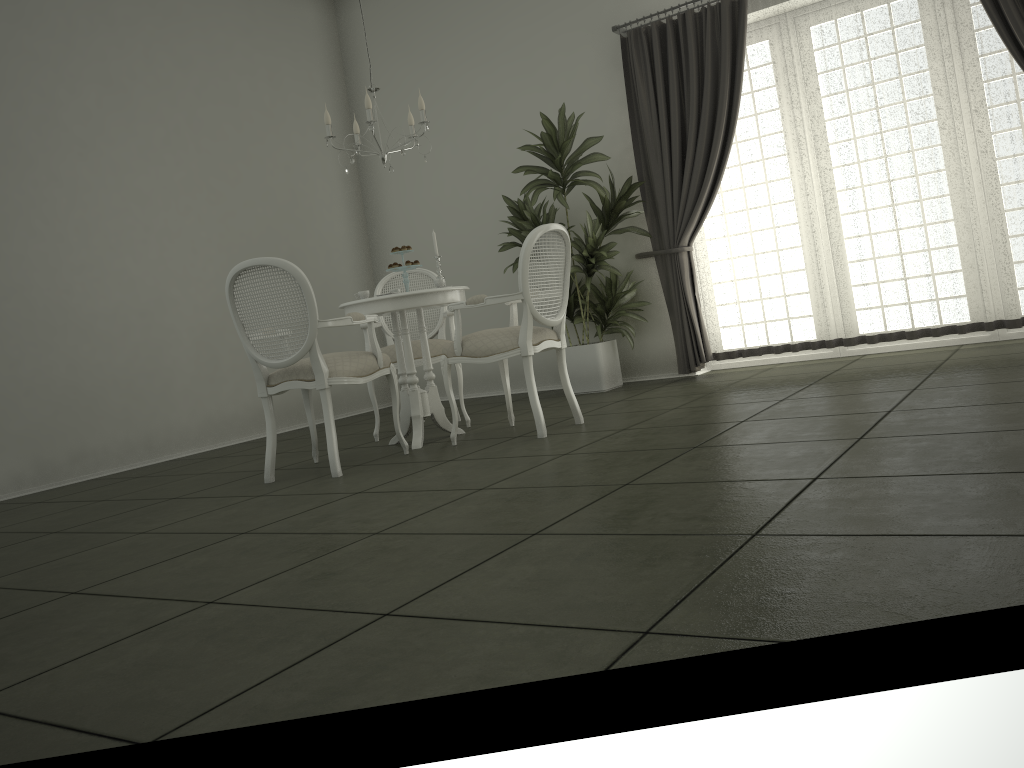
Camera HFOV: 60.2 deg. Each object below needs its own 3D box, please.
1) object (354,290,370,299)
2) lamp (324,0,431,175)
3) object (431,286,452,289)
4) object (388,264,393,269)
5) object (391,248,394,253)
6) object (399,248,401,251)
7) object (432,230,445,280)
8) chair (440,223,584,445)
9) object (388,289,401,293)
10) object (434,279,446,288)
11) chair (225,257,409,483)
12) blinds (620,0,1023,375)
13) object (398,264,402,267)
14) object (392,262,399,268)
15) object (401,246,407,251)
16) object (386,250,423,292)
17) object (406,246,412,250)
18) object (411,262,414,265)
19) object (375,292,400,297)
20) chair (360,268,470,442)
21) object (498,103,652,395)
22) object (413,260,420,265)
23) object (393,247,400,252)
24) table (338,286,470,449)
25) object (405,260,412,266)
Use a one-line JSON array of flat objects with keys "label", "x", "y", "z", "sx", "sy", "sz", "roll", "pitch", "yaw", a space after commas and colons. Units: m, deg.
[{"label": "object", "x": -0.810, "y": -0.480, "z": 4.807, "sx": 0.062, "sy": 0.049, "sz": 0.078, "roll": -7, "pitch": 3, "yaw": 43}, {"label": "lamp", "x": -0.892, "y": -2.432, "z": 5.027, "sx": 0.591, "sy": 2.443, "sz": 0.594, "roll": -9, "pitch": -1, "yaw": 11}, {"label": "object", "x": -0.397, "y": -0.530, "z": 4.904, "sx": 0.118, "sy": 0.016, "sz": 0.119, "roll": -7, "pitch": 4, "yaw": 23}, {"label": "object", "x": -0.685, "y": -0.664, "z": 5.002, "sx": 0.039, "sy": 0.032, "sz": 0.039, "roll": -9, "pitch": 2, "yaw": -6}, {"label": "object", "x": -0.667, "y": -0.756, "z": 5.003, "sx": 0.039, "sy": 0.032, "sz": 0.039, "roll": -9, "pitch": 2, "yaw": -26}, {"label": "object", "x": -0.645, "y": -0.762, "z": 5.038, "sx": 0.039, "sy": 0.032, "sz": 0.039, "roll": -8, "pitch": 2, "yaw": 19}, {"label": "object", "x": -0.429, "y": -0.715, "z": 5.088, "sx": 0.088, "sy": 0.365, "sz": 0.087, "roll": -9, "pitch": -1, "yaw": 11}, {"label": "chair", "x": 0.021, "y": -0.268, "z": 4.685, "sx": 0.685, "sy": 1.066, "sz": 0.598, "roll": -9, "pitch": 0, "yaw": 34}, {"label": "object", "x": -0.686, "y": -0.529, "z": 5.190, "sx": 0.062, "sy": 0.049, "sz": 0.078, "roll": -8, "pitch": 2, "yaw": 13}, {"label": "object", "x": -0.394, "y": -0.555, "z": 4.908, "sx": 0.078, "sy": 0.049, "sz": 0.062, "roll": -10, "pitch": 2, "yaw": -24}, {"label": "chair", "x": -0.991, "y": -0.095, "z": 4.377, "sx": 0.592, "sy": 1.066, "sz": 0.693, "roll": -9, "pitch": 0, "yaw": 24}, {"label": "blinds", "x": 2.405, "y": -1.485, "z": 5.807, "sx": 3.637, "sy": 2.608, "sz": 0.663, "roll": -7, "pitch": 0, "yaw": 33}, {"label": "object", "x": -0.646, "y": -0.674, "z": 5.064, "sx": 0.039, "sy": 0.032, "sz": 0.039, "roll": -9, "pitch": 2, "yaw": -6}, {"label": "object", "x": -0.652, "y": -0.664, "z": 4.937, "sx": 0.039, "sy": 0.032, "sz": 0.039, "roll": -9, "pitch": 2, "yaw": -1}, {"label": "object", "x": -0.608, "y": -0.762, "z": 4.965, "sx": 0.039, "sy": 0.032, "sz": 0.040, "roll": -7, "pitch": 2, "yaw": 39}, {"label": "object", "x": -0.605, "y": -0.624, "z": 4.998, "sx": 0.212, "sy": 0.249, "sz": 0.209, "roll": -9, "pitch": 1, "yaw": -24}, {"label": "object", "x": -0.586, "y": -0.768, "z": 5.000, "sx": 0.039, "sy": 0.032, "sz": 0.039, "roll": -9, "pitch": 2, "yaw": -11}, {"label": "object", "x": -0.573, "y": -0.684, "z": 5.061, "sx": 0.039, "sy": 0.032, "sz": 0.039, "roll": -9, "pitch": 2, "yaw": -16}, {"label": "object", "x": -0.667, "y": -0.479, "z": 4.754, "sx": 0.118, "sy": 0.016, "sz": 0.119, "roll": -7, "pitch": 4, "yaw": 23}, {"label": "chair", "x": -0.628, "y": -0.236, "z": 5.669, "sx": 0.595, "sy": 1.066, "sz": 0.689, "roll": -9, "pitch": 0, "yaw": -1}, {"label": "object", "x": 0.428, "y": -0.983, "z": 6.608, "sx": 1.046, "sy": 2.101, "sz": 1.153, "roll": -8, "pitch": -1, "yaw": -39}, {"label": "object", "x": -0.540, "y": -0.685, "z": 4.996, "sx": 0.040, "sy": 0.032, "sz": 0.039, "roll": -10, "pitch": 2, "yaw": -36}, {"label": "object", "x": -0.648, "y": -0.756, "z": 4.967, "sx": 0.040, "sy": 0.032, "sz": 0.039, "roll": -10, "pitch": 2, "yaw": -36}, {"label": "table", "x": -0.546, "y": -0.086, "z": 4.972, "sx": 0.735, "sy": 0.831, "sz": 0.745, "roll": -8, "pitch": 1, "yaw": 30}, {"label": "object", "x": -0.580, "y": -0.675, "z": 4.934, "sx": 0.039, "sy": 0.032, "sz": 0.039, "roll": -9, "pitch": 2, "yaw": -6}]
